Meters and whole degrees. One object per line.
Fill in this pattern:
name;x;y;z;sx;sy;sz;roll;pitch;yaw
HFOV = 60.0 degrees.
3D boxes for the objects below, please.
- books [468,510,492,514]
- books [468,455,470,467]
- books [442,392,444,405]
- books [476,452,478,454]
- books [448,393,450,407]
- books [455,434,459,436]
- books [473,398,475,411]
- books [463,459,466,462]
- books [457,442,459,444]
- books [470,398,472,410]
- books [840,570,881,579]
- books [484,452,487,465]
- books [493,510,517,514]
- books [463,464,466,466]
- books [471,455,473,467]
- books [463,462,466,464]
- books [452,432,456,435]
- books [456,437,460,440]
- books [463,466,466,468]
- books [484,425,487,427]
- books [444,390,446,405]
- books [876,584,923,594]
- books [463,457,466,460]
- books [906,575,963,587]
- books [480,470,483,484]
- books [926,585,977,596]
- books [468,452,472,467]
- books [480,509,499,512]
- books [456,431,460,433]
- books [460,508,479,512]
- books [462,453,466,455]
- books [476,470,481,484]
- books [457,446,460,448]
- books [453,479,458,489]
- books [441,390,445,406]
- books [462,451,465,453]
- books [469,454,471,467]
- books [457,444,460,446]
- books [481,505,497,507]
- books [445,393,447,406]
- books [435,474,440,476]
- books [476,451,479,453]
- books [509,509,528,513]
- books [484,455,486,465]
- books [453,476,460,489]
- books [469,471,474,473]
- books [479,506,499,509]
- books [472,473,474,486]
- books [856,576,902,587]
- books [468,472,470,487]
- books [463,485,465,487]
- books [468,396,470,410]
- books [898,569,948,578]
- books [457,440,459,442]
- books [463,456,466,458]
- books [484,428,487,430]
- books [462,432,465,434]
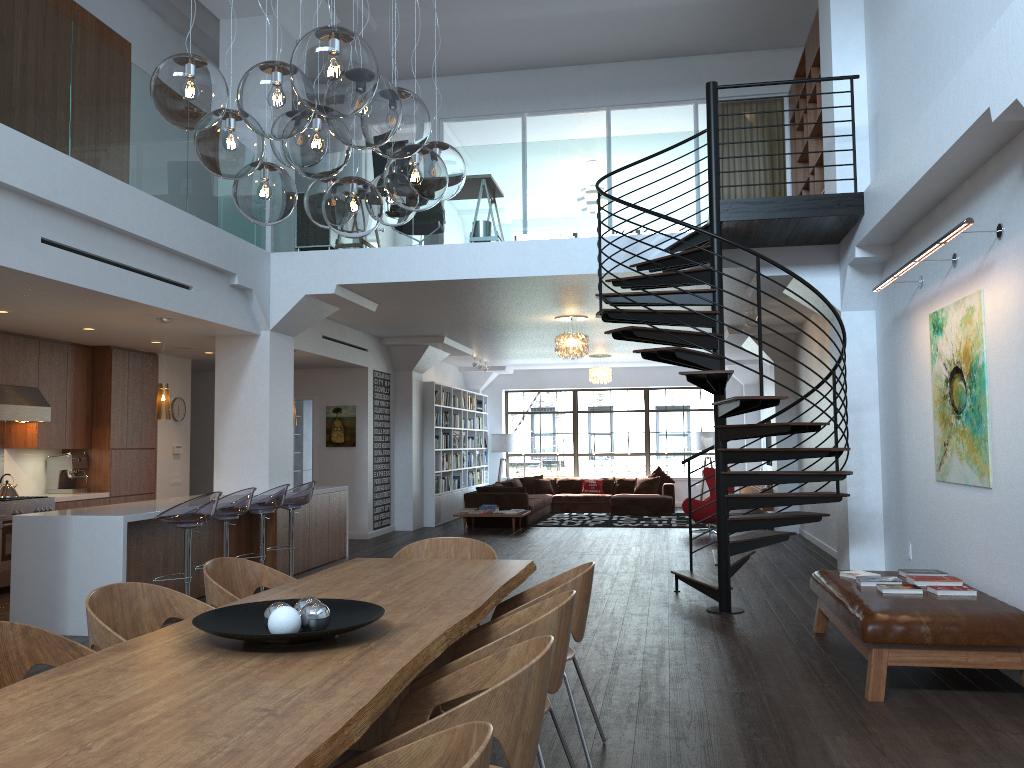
books;-0.505;2.024;14.024;0.236;0.035;0.340;-3;-5;35
books;-0.926;1.512;17.399;0.174;0.243;0.085;-1;-4;10
books;-1.285;0.262;15.492;0.174;0.242;0.105;-1;-4;10
books;-0.813;1.418;18.158;0.223;0.031;0.161;-1;-4;10
books;-1.208;0.285;15.928;0.182;0.255;0.077;-1;-4;10
books;-1.106;0.962;16.676;0.223;0.027;0.161;0;-4;-1
books;-0.850;0.423;18.003;0.183;0.253;0.034;-1;-4;10
books;-1.014;1.475;17.062;0.231;0.044;0.168;-1;-4;5
books;-1.112;1.111;16.627;0.180;0.042;0.259;-1;-4;10
books;-0.895;0.410;17.755;0.171;0.246;0.057;-1;-4;10
books;2.303;1.265;5.876;0.161;0.031;0.223;0;-4;-12
books;-0.626;1.604;19.124;0.176;0.290;0.053;-1;-4;10
books;-0.111;2.014;13.946;0.231;0.040;0.342;3;-5;-40
books;-1.025;1.555;17.048;0.251;0.037;0.160;-2;-4;15
books;-0.870;1.535;17.734;0.174;0.242;0.105;-1;-4;10
books;-1.025;1.519;17.075;0.259;0.040;0.180;-1;-4;10
books;-1.144;0.908;16.259;0.174;0.045;0.240;-1;-4;9
books;-1.090;1.025;16.639;0.183;0.042;0.253;-1;-4;10
books;-1.023;1.593;17.042;0.246;0.038;0.171;-1;-4;10
books;-0.696;0.903;18.994;0.254;0.032;0.174;-4;-6;45
books;-1.270;0.249;15.643;0.197;0.290;0.136;-1;-4;10
books;2.308;1.220;5.284;0.224;0.032;0.161;-1;-4;10
books;-1.020;1.434;17.058;0.253;0.040;0.183;-1;-4;10
books;2.636;1.231;5.537;0.283;0.043;0.197;-1;-4;9
books;-0.710;1.952;18.669;0.176;0.290;0.053;-1;-4;10
books;2.582;1.214;5.210;0.224;0.036;0.161;-1;-4;4
books;-0.906;1.502;17.590;0.197;0.290;0.136;-1;-4;10
books;-0.367;2.048;14.407;0.312;0.037;0.216;-1;-4;0
books;-1.081;0.902;16.664;0.129;0.043;0.185;-2;-4;24
books;-0.690;2.047;14.403;0.241;0.045;0.334;-1;-4;11
books;-1.000;1.346;17.060;0.208;0.024;0.144;-2;-4;15
books;-0.726;1.934;18.450;0.140;0.298;0.044;-1;-4;10
books;-1.084;1.189;16.623;0.171;0.039;0.246;-1;-4;10
books;-1.082;1.855;16.462;0.139;0.191;0.036;-1;-4;10
books;-1.276;0.244;15.581;0.176;0.293;0.125;-1;-4;10
books;-1.005;1.314;17.056;0.185;0.041;0.129;-2;-4;24
books;-0.907;1.514;17.484;0.182;0.253;0.098;-1;-4;10
books;-1.087;1.150;16.624;0.160;0.039;0.251;-2;-4;15
books;-0.367;1.981;14.414;0.224;0.027;0.157;-2;-4;15
books;-1.243;0.274;15.709;0.159;0.248;0.089;-1;-4;10
books;-1.344;1.539;14.979;0.223;0.027;0.161;-2;-4;19
books;-0.812;1.389;18.168;0.224;0.030;0.161;-2;-4;20
books;0.101;2.034;14.258;0.256;0.035;0.350;-3;-5;35
books;-0.648;1.633;18.971;0.161;0.213;0.118;-1;-4;10
books;-1.048;1.850;16.687;0.140;0.231;0.042;-1;-4;10
books;-0.857;1.894;17.791;0.176;0.290;0.036;-1;-4;9
books;-0.371;2.013;14.414;0.279;0.035;0.191;-2;-4;20
books;-0.854;1.910;17.754;0.183;0.253;0.034;-1;-4;9
books;2.297;1.237;5.554;0.247;0.040;0.185;-1;-4;13
books;-0.929;1.872;17.415;0.198;0.284;0.066;-1;-4;9
books;-1.059;1.960;16.994;0.284;0.035;0.197;-1;-4;10
books;-0.922;0.380;17.633;0.176;0.290;0.053;-1;-4;10
books;2.709;1.253;5.847;0.254;0.044;0.183;-1;-4;5
books;-1.097;1.067;16.641;0.168;0.045;0.231;-1;-4;5
books;-1.013;1.400;17.065;0.223;0.032;0.161;-1;-4;10
books;-0.697;0.970;18.995;0.284;0.035;0.197;-4;-5;40
books;-1.025;0.939;16.995;0.224;0.030;0.161;-2;-4;20
